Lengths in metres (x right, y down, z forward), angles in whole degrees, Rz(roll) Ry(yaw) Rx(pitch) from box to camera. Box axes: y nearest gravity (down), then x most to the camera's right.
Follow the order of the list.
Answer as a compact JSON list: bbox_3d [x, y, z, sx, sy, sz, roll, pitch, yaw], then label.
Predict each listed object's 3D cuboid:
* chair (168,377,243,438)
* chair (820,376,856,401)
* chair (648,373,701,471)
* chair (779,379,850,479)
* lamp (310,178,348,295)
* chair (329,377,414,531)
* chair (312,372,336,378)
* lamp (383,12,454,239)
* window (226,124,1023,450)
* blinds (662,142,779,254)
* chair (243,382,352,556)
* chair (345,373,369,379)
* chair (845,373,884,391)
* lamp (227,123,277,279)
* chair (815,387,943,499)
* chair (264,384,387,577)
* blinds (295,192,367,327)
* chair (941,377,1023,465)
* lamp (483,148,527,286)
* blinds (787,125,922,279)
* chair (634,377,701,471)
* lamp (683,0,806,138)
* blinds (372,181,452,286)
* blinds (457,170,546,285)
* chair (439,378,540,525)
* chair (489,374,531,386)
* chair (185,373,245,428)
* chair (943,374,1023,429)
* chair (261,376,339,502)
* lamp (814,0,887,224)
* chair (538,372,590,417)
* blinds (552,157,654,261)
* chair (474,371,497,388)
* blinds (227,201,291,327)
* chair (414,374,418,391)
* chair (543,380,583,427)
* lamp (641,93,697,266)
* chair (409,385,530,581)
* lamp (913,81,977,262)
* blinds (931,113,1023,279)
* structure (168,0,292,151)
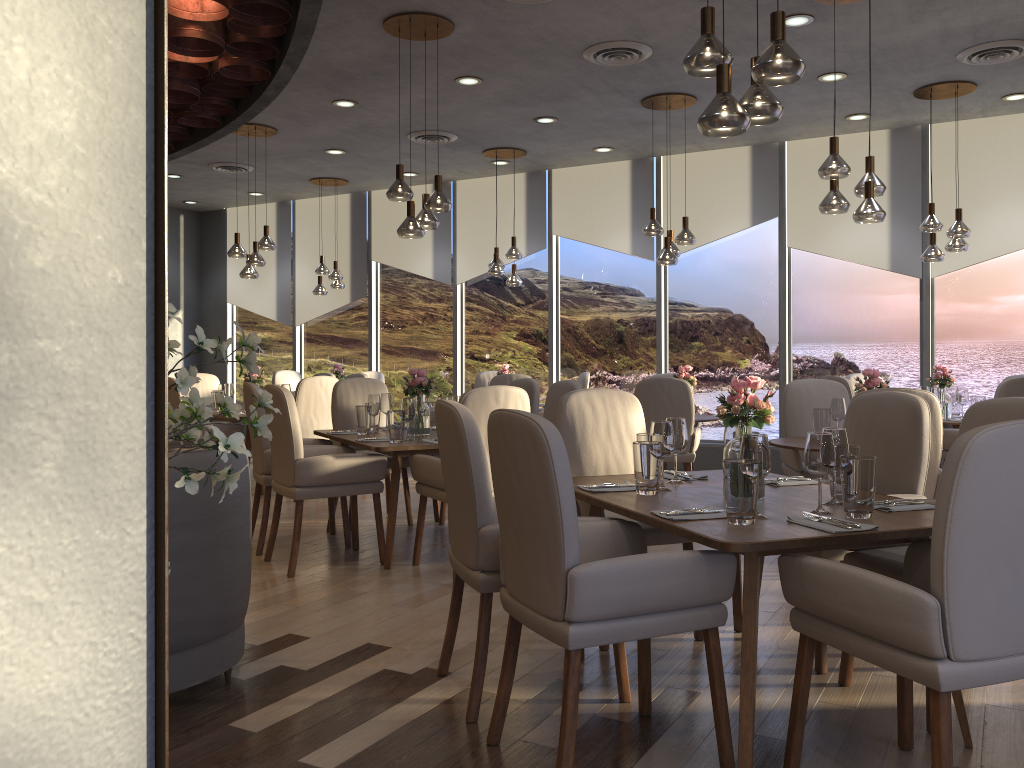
[{"bbox_3d":[-2.606,0.431,7.312,0.528,1.000,0.600,0,0,41],"label":"chair"},{"bbox_3d":[2.685,0.434,6.753,0.600,1.000,0.528,0,0,-14],"label":"chair"},{"bbox_3d":[1.358,0.411,7.660,0.528,1.000,0.600,0,0,10],"label":"chair"},{"bbox_3d":[1.930,0.474,5.463,0.528,1.000,0.600,0,0,6],"label":"chair"},{"bbox_3d":[-2.123,-1.689,10.291,0.439,1.326,0.439,0,0,29],"label":"lamp"},{"bbox_3d":[-0.997,0.459,6.205,0.528,1.000,0.600,0,0,-25],"label":"chair"},{"bbox_3d":[-2.046,0.392,8.632,0.528,1.000,0.600,0,0,43],"label":"chair"},{"bbox_3d":[-0.576,-1.554,5.485,0.439,1.326,0.439,0,0,35],"label":"lamp"},{"bbox_3d":[2.091,-0.879,5.614,8.060,3.199,16.125,-1,2,-16],"label":"window"},{"bbox_3d":[2.052,-2.595,8.808,1.173,2.681,0.007,0,0,29],"label":"blinds"},{"bbox_3d":[-1.331,0.483,5.425,0.600,1.000,0.528,0,0,-24],"label":"chair"},{"bbox_3d":[-1.657,0.403,8.222,0.600,1.000,0.528,0,0,-41],"label":"chair"},{"bbox_3d":[3.108,0.414,7.411,0.528,1.000,0.600,0,0,-17],"label":"chair"},{"bbox_3d":[-2.333,-1.621,7.957,0.439,1.326,0.439,0,0,-22],"label":"lamp"},{"bbox_3d":[1.783,0.507,4.311,0.528,1.000,0.600,0,0,6],"label":"chair"},{"bbox_3d":[-1.057,0.497,4.926,0.600,1.000,0.528,0,0,-32],"label":"chair"},{"bbox_3d":[-2.310,-2.074,11.262,1.173,2.681,0.007,0,0,29],"label":"blinds"},{"bbox_3d":[3.419,0.446,6.292,0.528,1.000,0.600,0,0,-16],"label":"chair"},{"bbox_3d":[-0.073,-1.653,8.878,0.439,1.326,0.439,0,0,22],"label":"lamp"},{"bbox_3d":[3.141,-2.283,8.195,1.173,2.681,0.007,0,0,29],"label":"blinds"},{"bbox_3d":[1.123,0.445,6.522,0.528,1.000,0.600,0,0,11],"label":"chair"},{"bbox_3d":[0.773,-1.484,2.980,0.439,1.326,0.439,0,0,15],"label":"lamp"},{"bbox_3d":[-1.222,-2.495,10.651,1.173,2.681,0.007,0,0,29],"label":"blinds"},{"bbox_3d":[-0.135,-2.480,10.039,1.173,2.681,0.007,0,0,29],"label":"blinds"},{"bbox_3d":[-0.136,0.462,6.027,0.600,1.000,0.528,0,0,-30],"label":"chair"},{"bbox_3d":[-0.031,0.398,8.252,0.528,1.000,0.600,0,0,-7],"label":"chair"},{"bbox_3d":[-2.921,0.396,8.553,0.528,1.000,0.600,0,0,-41],"label":"chair"},{"bbox_3d":[3.821,0.424,6.997,0.600,1.000,0.528,0,0,-13],"label":"chair"},{"bbox_3d":[-1.745,0.428,7.366,0.600,1.000,0.528,0,0,43],"label":"chair"},{"bbox_3d":[1.879,-1.543,4.911,0.439,1.326,0.439,0,0,37],"label":"lamp"},{"bbox_3d":[0.476,0.378,8.885,0.600,1.000,0.528,0,0,-4],"label":"chair"},{"bbox_3d":[0.951,-2.610,9.428,1.173,2.681,0.007,0,0,29],"label":"blinds"},{"bbox_3d":[-0.163,0.364,9.405,0.528,1.000,0.600,0,0,-8],"label":"chair"},{"bbox_3d":[-3.399,-2.089,11.875,1.173,2.681,0.007,0,0,29],"label":"blinds"},{"bbox_3d":[-0.684,0.383,8.822,0.600,1.000,0.528,0,0,-5],"label":"chair"},{"bbox_3d":[0.117,0.476,5.521,0.600,1.000,0.528,0,0,-24],"label":"chair"},{"bbox_3d":[1.259,-1.605,7.105,0.439,1.326,0.439,0,0,32],"label":"lamp"},{"bbox_3d":[-0.210,0.500,4.734,0.528,1.000,0.600,0,0,-30],"label":"chair"},{"bbox_3d":[3.335,-1.602,6.824,0.439,1.326,0.439,0,0,-4],"label":"lamp"},{"bbox_3d":[4.228,-2.268,7.583,1.173,2.681,0.007,0,0,29],"label":"blinds"},{"bbox_3d":[-2.972,-2.074,5.293,2.755,0.557,9.455,-1,2,-31],"label":"structure"}]
